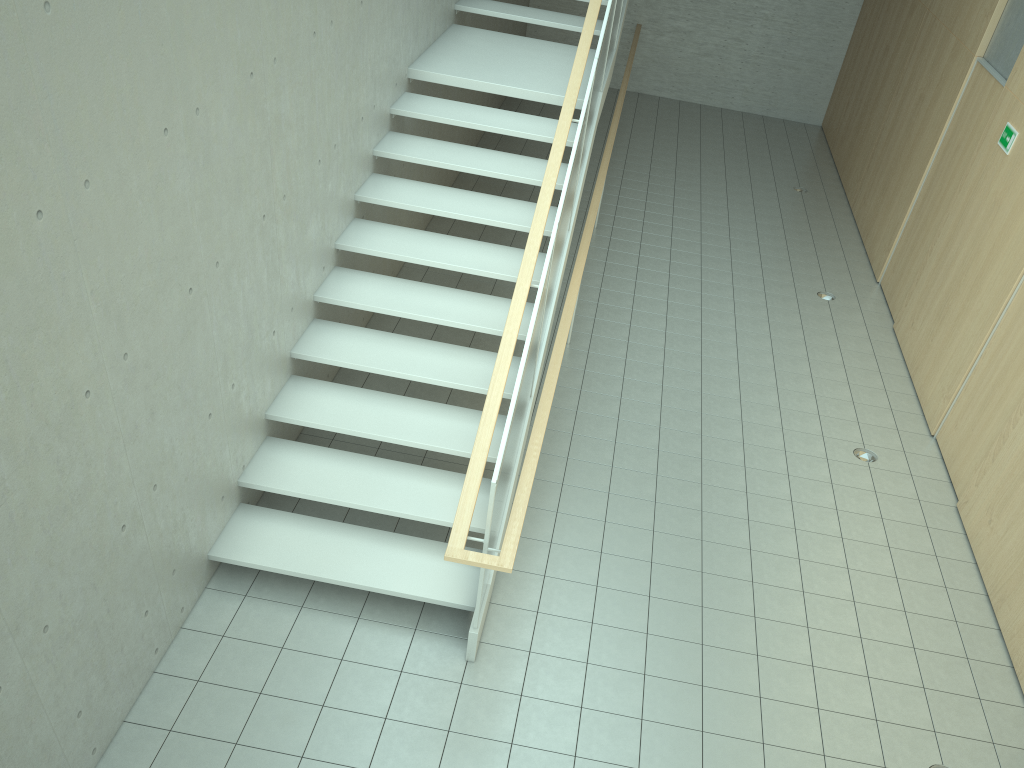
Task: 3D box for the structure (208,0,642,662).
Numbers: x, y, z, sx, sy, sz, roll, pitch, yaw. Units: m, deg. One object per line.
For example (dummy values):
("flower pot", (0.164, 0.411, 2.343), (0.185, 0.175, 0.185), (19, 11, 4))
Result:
("structure", (0.156, -3.311, 7.528), (1.881, 4.944, 10.839), (11, 37, 4))
